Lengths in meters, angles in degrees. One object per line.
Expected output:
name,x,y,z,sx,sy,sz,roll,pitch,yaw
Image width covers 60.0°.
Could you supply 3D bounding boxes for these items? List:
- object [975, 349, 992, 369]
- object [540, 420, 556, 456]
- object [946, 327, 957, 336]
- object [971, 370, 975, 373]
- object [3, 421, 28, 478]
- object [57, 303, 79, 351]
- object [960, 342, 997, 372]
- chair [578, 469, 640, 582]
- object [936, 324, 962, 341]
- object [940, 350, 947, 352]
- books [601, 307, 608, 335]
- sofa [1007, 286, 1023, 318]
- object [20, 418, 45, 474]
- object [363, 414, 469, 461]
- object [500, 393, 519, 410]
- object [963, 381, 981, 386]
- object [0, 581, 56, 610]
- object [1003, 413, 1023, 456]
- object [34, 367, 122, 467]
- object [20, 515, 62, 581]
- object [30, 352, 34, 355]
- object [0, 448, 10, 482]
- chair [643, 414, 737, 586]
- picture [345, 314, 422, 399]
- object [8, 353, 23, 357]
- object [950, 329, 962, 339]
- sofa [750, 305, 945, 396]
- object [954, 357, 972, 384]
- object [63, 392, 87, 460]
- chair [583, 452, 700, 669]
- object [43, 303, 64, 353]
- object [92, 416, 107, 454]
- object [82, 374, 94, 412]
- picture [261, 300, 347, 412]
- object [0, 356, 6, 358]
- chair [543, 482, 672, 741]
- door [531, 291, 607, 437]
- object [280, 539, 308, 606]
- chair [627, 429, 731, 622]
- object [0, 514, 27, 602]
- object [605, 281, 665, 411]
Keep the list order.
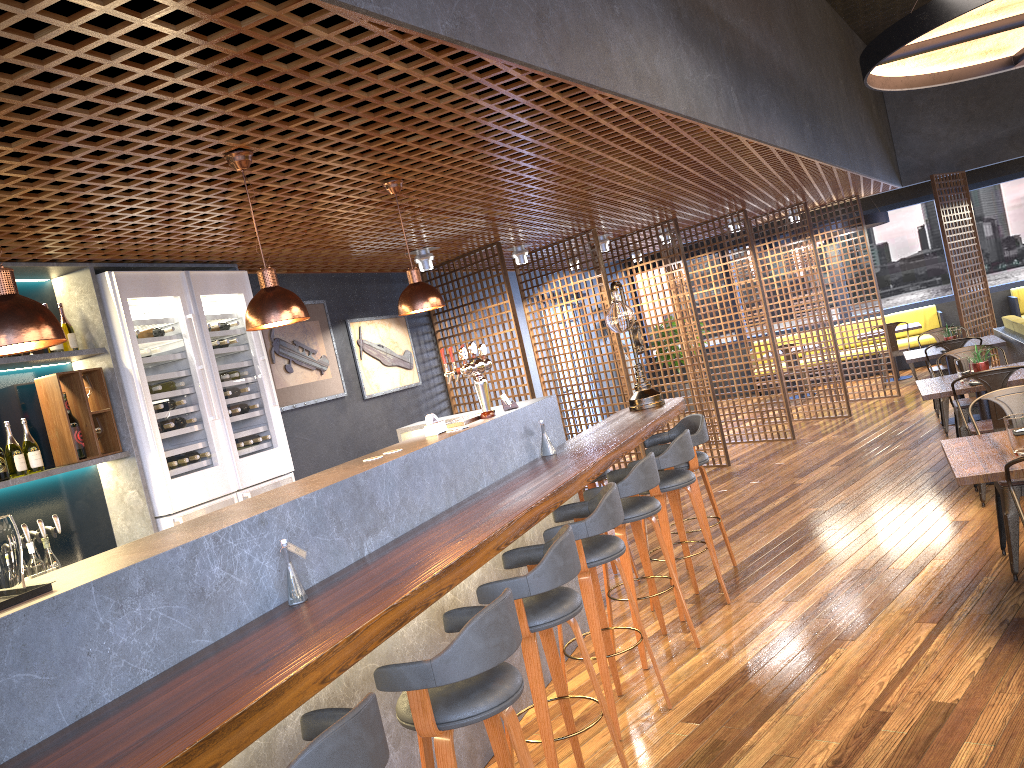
object,3.579,-0.170,6.720,0.102,0.178,0.102,-12,2,8
object,0.183,0.306,5.059,0.069,0.203,0.114,-14,3,-33
object,4.582,-0.495,9.214,0.102,0.178,0.102,-11,3,38
object,3.609,-0.102,6.889,0.255,0.019,0.157,-12,2,22
object,-2.458,0.320,4.369,0.079,0.281,0.079,-13,2,-3
object,-2.408,-0.300,4.785,0.079,0.281,0.079,-13,2,-8
object,3.487,-0.192,6.598,0.260,0.271,0.238,-12,2,24
chair,0.542,0.879,6.111,0.438,1.048,0.483,-13,2,-6
object,4.479,-0.514,9.064,0.260,0.271,0.238,-12,2,24
object,4.346,-0.344,8.808,0.255,0.019,0.157,-12,2,22
books,1.590,-1.041,14.527,0.223,0.489,0.286,-12,2,14
sofa,9.283,-1.316,13.320,3.061,0.914,0.966,-12,2,23
object,-2.423,0.309,4.456,0.079,0.281,0.079,-12,2,17
object,-0.446,0.225,4.163,0.200,0.106,0.766,-12,2,23
object,-0.019,0.097,5.168,0.091,0.091,0.177,-13,2,-2
object,3.343,-0.019,6.314,0.255,0.019,0.157,-12,2,22
object,-1.348,0.556,2.092,0.273,0.019,0.437,-12,2,23
object,2.286,0.230,3.991,0.102,0.178,0.102,-14,3,-32
object,-2.304,0.172,4.723,0.161,0.475,0.300,-12,2,22
object,-2.340,0.918,4.383,0.204,0.492,0.310,-12,2,23
object,-2.459,-0.240,4.496,0.097,0.206,0.097,-13,2,-9
object,-2.463,0.342,4.242,0.063,0.254,0.063,-13,2,-14
chair,1.148,0.754,5.809,0.438,1.048,0.483,-12,2,15
picture,-1.137,-0.271,8.035,0.028,0.697,1.039,-12,2,23
object,-2.472,-0.255,4.366,0.063,0.254,0.063,-15,3,-39
object,4.471,-0.458,8.915,0.102,0.178,0.102,-12,2,28
sofa,5.608,-0.544,14.898,3.061,0.914,0.966,-12,2,23
object,3.301,-0.098,6.477,0.102,0.178,0.102,-12,2,8
object,-2.322,0.225,4.660,0.092,0.369,0.091,-13,2,-8
chair,0.649,0.910,4.716,0.438,1.048,0.483,-13,2,-6
object,-2.443,-0.288,4.698,0.079,0.281,0.079,-11,3,32
object,-2.252,0.283,4.797,0.097,0.206,0.097,-14,2,-27
object,-2.304,0.055,4.788,0.097,0.206,0.097,-14,2,-27
picture,-1.645,-0.236,6.836,0.028,0.809,1.039,-12,2,23
object,-2.569,-0.234,4.391,0.063,0.254,0.063,-13,2,-14
chair,0.366,1.002,3.998,0.438,1.048,0.483,-11,3,37
door,0.951,-0.170,12.827,0.052,2.386,2.441,-12,2,23
object,-0.704,0.594,2.839,0.069,0.203,0.114,-12,2,12
chair,0.939,0.822,5.263,0.483,1.048,0.438,-15,3,-38
object,-1.251,0.433,2.171,0.105,0.209,0.105,-14,3,-32
object,0.882,-0.288,6.464,0.263,0.944,0.566,-12,2,15
